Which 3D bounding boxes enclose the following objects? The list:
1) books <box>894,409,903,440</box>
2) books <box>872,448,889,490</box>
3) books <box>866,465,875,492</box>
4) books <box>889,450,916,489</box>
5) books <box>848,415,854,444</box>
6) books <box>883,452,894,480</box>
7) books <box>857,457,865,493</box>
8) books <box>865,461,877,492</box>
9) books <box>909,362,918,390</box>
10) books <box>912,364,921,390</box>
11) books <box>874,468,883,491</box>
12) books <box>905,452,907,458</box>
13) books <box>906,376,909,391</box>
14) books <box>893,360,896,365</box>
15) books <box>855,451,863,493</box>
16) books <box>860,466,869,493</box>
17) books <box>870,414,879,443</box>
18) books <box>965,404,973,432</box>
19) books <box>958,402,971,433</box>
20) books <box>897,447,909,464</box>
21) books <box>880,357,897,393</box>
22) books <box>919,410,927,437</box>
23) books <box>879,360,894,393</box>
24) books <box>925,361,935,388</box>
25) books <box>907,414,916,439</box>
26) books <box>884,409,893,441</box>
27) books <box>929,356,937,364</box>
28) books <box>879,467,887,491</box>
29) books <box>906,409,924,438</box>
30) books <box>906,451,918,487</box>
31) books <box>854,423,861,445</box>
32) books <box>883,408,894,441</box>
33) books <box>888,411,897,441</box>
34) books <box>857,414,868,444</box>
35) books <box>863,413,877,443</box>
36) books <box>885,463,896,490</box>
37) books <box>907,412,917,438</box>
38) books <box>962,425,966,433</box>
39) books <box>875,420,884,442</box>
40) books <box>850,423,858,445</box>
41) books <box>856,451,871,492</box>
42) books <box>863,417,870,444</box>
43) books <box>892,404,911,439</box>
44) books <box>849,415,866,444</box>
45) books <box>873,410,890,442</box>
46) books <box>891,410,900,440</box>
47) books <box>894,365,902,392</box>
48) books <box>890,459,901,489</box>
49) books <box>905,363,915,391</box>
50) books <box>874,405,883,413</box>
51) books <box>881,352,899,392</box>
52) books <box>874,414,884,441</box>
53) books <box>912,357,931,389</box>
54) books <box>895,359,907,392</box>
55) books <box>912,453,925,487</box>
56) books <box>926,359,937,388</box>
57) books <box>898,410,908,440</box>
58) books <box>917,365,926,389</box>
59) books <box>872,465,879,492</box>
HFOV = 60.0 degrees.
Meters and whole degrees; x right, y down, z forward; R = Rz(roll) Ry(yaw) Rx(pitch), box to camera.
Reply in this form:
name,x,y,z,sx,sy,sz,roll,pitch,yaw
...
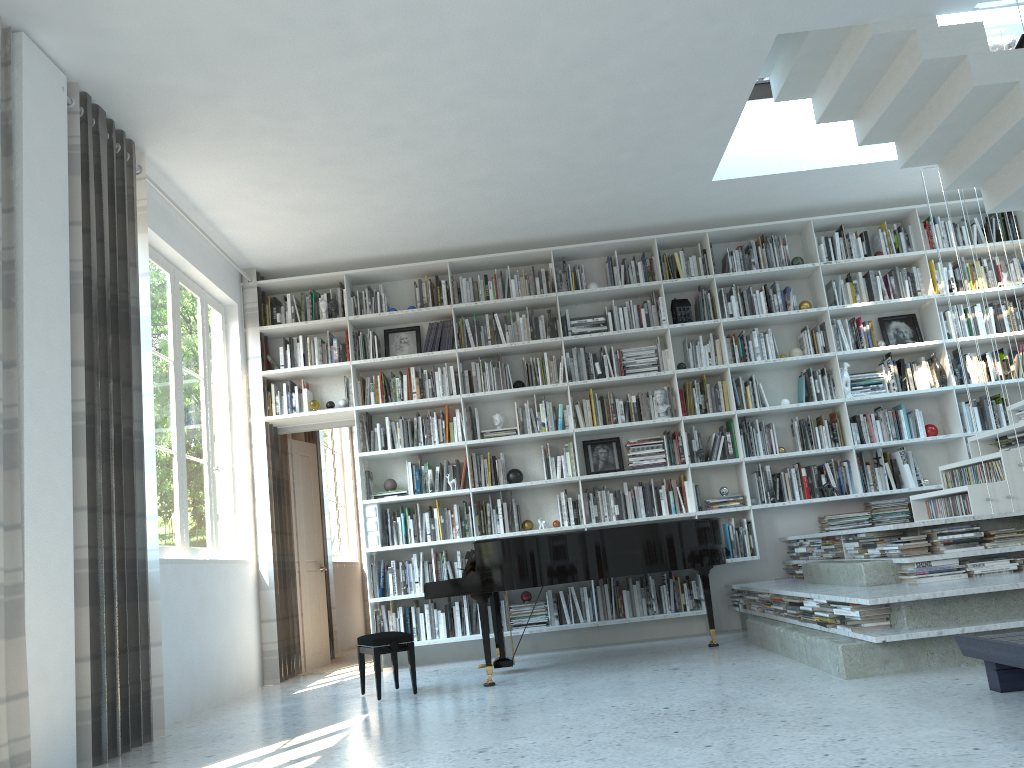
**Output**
name,x,y,z,sx,sy,sz,roll,pitch,yaw
books,3.021,0.339,6.983,0.012,0.253,0.161,-6,-11,1
books,2.873,0.675,6.911,0.014,0.332,0.169,-6,-11,1
books,2.768,0.747,6.909,0.023,0.214,0.164,-6,-11,1
books,3.010,0.672,6.867,0.075,0.290,0.255,-6,-11,1
books,2.644,0.381,6.986,0.012,0.253,0.161,-6,-11,1
books,2.939,0.686,6.928,0.010,0.303,0.132,-6,-11,1
books,2.700,0.719,6.917,0.015,0.286,0.138,-6,-11,1
books,2.784,0.729,6.901,0.015,0.243,0.157,-6,-11,1
books,3.167,-0.036,7.060,0.031,0.249,0.133,-6,-11,1
books,3.198,-0.033,7.057,0.028,0.234,0.129,-6,-11,1
books,2.835,0.753,6.907,0.030,0.187,0.140,-6,-11,1
books,3.059,0.680,6.916,0.012,0.284,0.160,-6,-11,1
books,3.114,-0.043,7.066,0.010,0.277,0.129,-6,-11,1
books,3.043,-0.039,7.053,0.013,0.279,0.131,-6,-11,1
books,2.683,0.696,6.919,0.014,0.336,0.132,-6,-11,1
books,2.728,0.755,6.921,0.033,0.213,0.140,-6,-11,1
books,2.824,0.367,6.975,0.026,0.238,0.177,-6,-11,1
books,3.556,0.284,6.964,0.037,0.235,0.153,-6,-11,1
books,3.525,0.278,6.958,0.024,0.251,0.176,-6,-11,1
books,3.069,0.660,6.926,0.012,0.325,0.136,-6,-11,1
books,2.989,-0.048,7.032,0.011,0.299,0.184,-6,-11,1
books,3.192,0.332,6.968,0.027,0.223,0.170,-6,-11,1
books,2.980,-0.034,7.056,0.012,0.284,0.160,-6,-11,1
books,3.277,-0.050,7.028,0.041,0.238,0.177,-6,-11,1
books,3.103,0.352,6.959,0.030,0.200,0.190,-6,-11,1
books,2.921,0.340,6.956,0.012,0.261,0.187,-6,-11,1
books,3.384,-0.077,7.061,0.029,0.283,0.139,-6,-11,1
books,2.862,0.750,6.900,0.024,0.184,0.149,-6,-11,1
books,3.165,0.329,6.968,0.025,0.235,0.181,-6,-11,1
books,3.089,0.672,6.900,0.025,0.287,0.160,-6,-11,1
books,2.687,0.408,6.966,0.022,0.183,0.163,-6,-11,1
books,2.943,0.337,6.976,0.011,0.271,0.152,-6,-11,1
books,2.963,0.348,6.977,0.026,0.246,0.166,-6,-11,1
books,2.745,0.372,6.979,0.024,0.246,0.143,-6,-11,1
books,2.788,0.364,6.961,0.045,0.245,0.186,-6,-11,1
books,2.912,0.727,6.899,0.052,0.216,0.185,-6,-11,1
books,3.136,0.343,6.976,0.037,0.218,0.140,-6,-11,1
books,3.470,0.276,6.975,0.085,0.278,0.160,-6,-11,1
books,2.853,0.389,6.957,0.027,0.181,0.186,-6,-11,1
books,2.665,0.410,6.968,0.023,0.186,0.160,-6,-11,1
books,2.744,0.696,6.931,0.013,0.326,0.131,-6,-11,1
books,2.764,0.379,6.964,0.011,0.222,0.163,-6,-11,1
books,3.061,0.312,6.965,0.026,0.289,0.181,-6,-11,1
books,2.710,0.375,6.968,0.047,0.243,0.177,-6,-11,1
books,2.889,0.346,6.951,0.028,0.254,0.192,-6,-11,1
books,2.983,0.340,6.957,0.014,0.248,0.177,-6,-11,1
books,3.024,-0.019,7.032,0.030,0.236,0.179,-6,-11,1
books,2.962,0.712,6.904,0.031,0.239,0.172,-6,-11,1
books,3.136,-0.033,7.041,0.031,0.242,0.147,-6,-11,1
books,2.907,0.327,6.976,0.013,0.298,0.147,-6,-11,1
books,2.998,-0.068,7.034,0.010,0.338,0.180,-6,-11,1
books,2.871,0.366,6.971,0.012,0.229,0.179,-6,-11,1
books,3.244,-0.062,7.029,0.021,0.270,0.192,-6,-11,1
books,3.079,-0.047,7.040,0.059,0.281,0.167,-6,-11,1
books,3.134,0.675,6.908,0.062,0.273,0.148,-6,-11,1
books,3.309,-0.058,7.043,0.024,0.254,0.145,-6,-11,1
books,3.039,0.337,6.957,0.023,0.243,0.190,-6,-11,1
books,3.225,-0.026,7.047,0.025,0.212,0.155,-6,-11,1
books,2.806,0.745,6.909,0.025,0.209,0.137,-6,-11,1
